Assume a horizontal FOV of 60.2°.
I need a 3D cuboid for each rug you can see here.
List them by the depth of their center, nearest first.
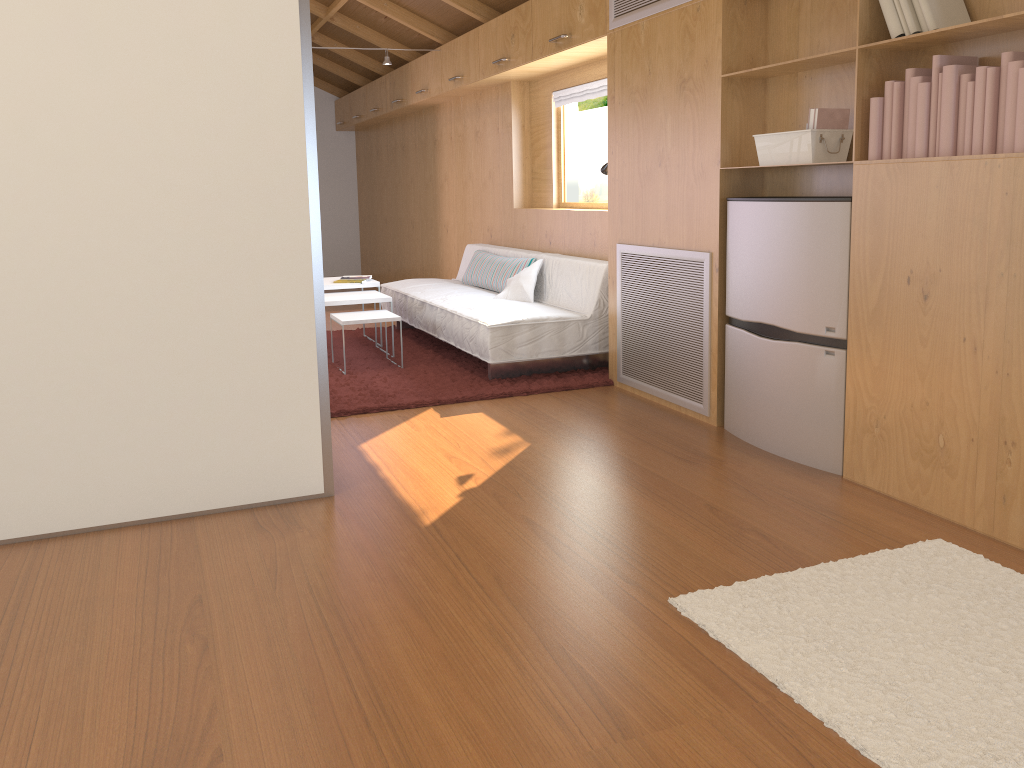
[{"bbox_3d":[1.521,0.865,0.696,0.919,0.011,3.761,-6,13,-21],"label":"rug"},{"bbox_3d":[-0.549,-0.169,5.585,1.889,0.020,2.507,-6,13,-21],"label":"rug"}]

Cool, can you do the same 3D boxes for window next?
[{"bbox_3d":[0.618,-1.466,5.413,0.035,0.781,1.512,-4,12,-21],"label":"window"}]

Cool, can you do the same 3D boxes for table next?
[{"bbox_3d":[-0.863,-0.254,5.227,0.342,0.305,0.373,-5,11,-22],"label":"table"},{"bbox_3d":[-1.015,-0.369,5.590,0.425,0.379,0.463,-5,11,-22],"label":"table"},{"bbox_3d":[-1.190,-0.485,6.010,0.486,0.433,0.530,-5,11,-22],"label":"table"}]

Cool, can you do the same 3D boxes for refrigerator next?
[{"bbox_3d":[1.109,-0.231,3.447,0.262,0.976,0.720,-5,10,-22],"label":"refrigerator"}]

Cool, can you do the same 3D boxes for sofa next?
[{"bbox_3d":[-0.176,-0.542,5.811,0.864,0.621,2.379,-6,13,-21],"label":"sofa"}]

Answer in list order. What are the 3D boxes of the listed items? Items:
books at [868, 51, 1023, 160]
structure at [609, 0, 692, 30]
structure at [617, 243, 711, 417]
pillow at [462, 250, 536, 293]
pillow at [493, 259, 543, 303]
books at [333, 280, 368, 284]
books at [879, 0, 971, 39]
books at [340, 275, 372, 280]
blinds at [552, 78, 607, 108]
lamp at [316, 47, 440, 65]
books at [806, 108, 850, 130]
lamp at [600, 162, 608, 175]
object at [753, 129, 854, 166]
[{"bbox_3d":[1.850,-0.778,1.518,0.189,0.650,3.142,-5,13,-21],"label":"books"},{"bbox_3d":[0.661,-1.839,4.010,0.013,0.297,0.912,-4,12,-21],"label":"structure"},{"bbox_3d":[0.703,-0.289,4.207,0.013,0.713,0.828,-4,11,-21],"label":"structure"},{"bbox_3d":[-0.117,-0.774,6.111,0.172,0.248,1.053,-5,13,-21],"label":"pillow"},{"bbox_3d":[0.046,-0.647,5.510,0.346,0.249,0.270,6,12,31],"label":"pillow"},{"bbox_3d":[-1.067,-0.681,5.866,0.193,0.016,0.154,0,12,7],"label":"books"},{"bbox_3d":[1.303,-1.249,2.829,0.176,0.293,0.282,-5,11,-22],"label":"books"},{"bbox_3d":[-1.046,-0.715,5.947,0.193,0.016,0.154,-2,12,-2],"label":"books"},{"bbox_3d":[0.564,-1.794,5.347,0.048,0.109,1.513,-5,13,-21],"label":"blinds"},{"bbox_3d":[-2.334,-2.371,6.242,3.837,0.151,0.073,-6,10,-22],"label":"lamp"},{"bbox_3d":[1.152,-0.914,3.250,0.150,0.190,0.089,-5,10,-22],"label":"books"},{"bbox_3d":[0.556,-0.637,4.821,0.255,1.184,0.184,7,11,43],"label":"lamp"},{"bbox_3d":[1.104,-0.897,3.369,0.203,0.121,0.353,-6,13,-21],"label":"object"}]
